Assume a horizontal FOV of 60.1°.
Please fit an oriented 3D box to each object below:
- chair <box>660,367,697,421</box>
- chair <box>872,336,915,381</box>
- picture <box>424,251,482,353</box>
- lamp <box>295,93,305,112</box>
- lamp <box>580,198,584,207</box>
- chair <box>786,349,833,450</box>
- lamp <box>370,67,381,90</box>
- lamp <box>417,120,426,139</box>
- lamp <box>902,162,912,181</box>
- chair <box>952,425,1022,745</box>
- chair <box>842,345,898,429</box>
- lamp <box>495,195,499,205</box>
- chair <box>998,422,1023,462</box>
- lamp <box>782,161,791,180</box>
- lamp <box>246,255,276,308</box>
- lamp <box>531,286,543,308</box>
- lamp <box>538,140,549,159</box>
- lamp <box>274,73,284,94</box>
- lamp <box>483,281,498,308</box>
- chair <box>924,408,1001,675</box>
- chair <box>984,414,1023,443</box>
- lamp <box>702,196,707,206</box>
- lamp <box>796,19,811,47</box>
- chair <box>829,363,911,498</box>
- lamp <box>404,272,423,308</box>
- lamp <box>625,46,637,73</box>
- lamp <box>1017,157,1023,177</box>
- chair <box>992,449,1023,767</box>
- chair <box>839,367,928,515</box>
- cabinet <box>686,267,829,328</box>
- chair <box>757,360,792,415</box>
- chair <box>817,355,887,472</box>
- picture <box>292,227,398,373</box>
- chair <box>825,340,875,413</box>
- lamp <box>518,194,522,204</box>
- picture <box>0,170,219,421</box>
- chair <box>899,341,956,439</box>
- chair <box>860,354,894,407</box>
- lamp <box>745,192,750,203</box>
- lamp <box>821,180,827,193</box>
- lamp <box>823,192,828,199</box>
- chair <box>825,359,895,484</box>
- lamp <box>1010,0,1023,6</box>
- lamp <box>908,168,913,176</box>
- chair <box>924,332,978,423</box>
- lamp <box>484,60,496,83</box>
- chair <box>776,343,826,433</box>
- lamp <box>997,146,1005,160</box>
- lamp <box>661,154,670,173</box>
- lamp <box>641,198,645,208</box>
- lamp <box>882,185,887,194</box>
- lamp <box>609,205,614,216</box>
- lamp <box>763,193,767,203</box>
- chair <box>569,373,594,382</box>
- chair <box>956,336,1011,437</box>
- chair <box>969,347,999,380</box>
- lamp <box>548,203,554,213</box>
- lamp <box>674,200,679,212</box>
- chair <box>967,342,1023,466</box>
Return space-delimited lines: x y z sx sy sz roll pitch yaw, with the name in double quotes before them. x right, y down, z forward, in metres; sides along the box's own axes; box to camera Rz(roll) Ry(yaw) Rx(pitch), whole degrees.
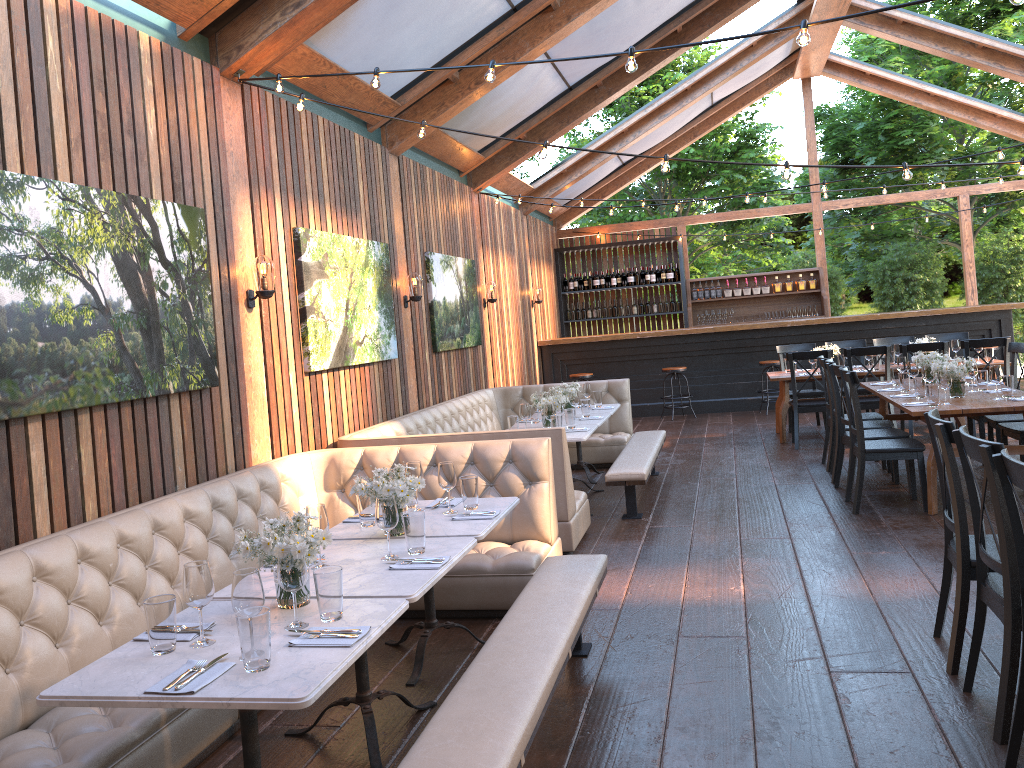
"chair" 2.384 0.132 12.840 0.468 0.735 0.468 -5 1 -3
"chair" 4.592 -0.036 10.449 0.477 1.020 0.540 -5 1 9
"picture" -0.609 -0.877 9.514 0.065 0.997 1.655 -5 3 14
"lamp" -1.301 -1.731 5.433 0.062 0.119 0.056 -5 1 -3
"lamp" 0.855 -2.224 10.845 0.061 0.119 0.056 -4 1 30
"chair" 3.212 0.144 9.485 0.477 1.020 0.540 -5 1 14
"lamp" -0.747 -1.666 4.823 0.056 0.120 0.056 -5 1 -34
"lamp" -0.559 -1.569 5.454 0.060 0.119 0.056 -4 1 36
"lamp" 2.476 -1.335 5.550 0.056 0.120 0.056 -4 1 33
"chair" 1.909 0.676 3.154 0.539 1.020 0.478 -5 1 14
"chair" 3.754 0.107 9.354 0.477 1.020 0.540 -5 1 9
"lamp" -0.182 -2.216 10.637 0.056 0.118 0.065 -5 1 -26
"chair" 4.041 0.257 6.744 0.539 1.020 0.478 -5 1 10
"lamp" 1.712 -1.333 5.526 0.056 0.121 0.056 -5 1 1
"lamp" -1.538 -0.631 5.439 0.178 0.320 0.146 -5 1 14
"lamp" 0.385 -1.327 13.455 0.178 0.320 0.146 -5 1 14
"lamp" 0.193 -1.448 5.472 0.071 0.116 0.056 -4 1 36
"lamp" -1.378 -1.776 5.227 0.056 0.121 0.056 -4 1 35
"lamp" -0.259 -1.094 10.771 0.178 0.320 0.146 -5 1 14
"chair" 2.039 0.628 3.699 0.538 1.020 0.478 -5 1 19
"chair" 4.194 0.209 7.269 0.538 1.020 0.478 -5 1 19
"lamp" 2.367 -2.250 10.903 0.056 0.120 0.056 -5 1 -26
"lamp" 1.189 -1.433 3.605 0.067 0.117 0.056 -5 1 -23
"chair" 2.836 0.340 7.021 0.539 1.020 0.478 -5 1 9
"lamp" -0.900 -0.862 8.097 0.178 0.320 0.146 -5 1 14
"lamp" 0.539 -1.473 4.018 0.056 0.121 0.056 -4 1 35
"lamp" 3.232 -1.376 5.610 0.056 0.120 0.056 -5 1 19
"chair" 1.778 0.723 2.610 0.539 1.020 0.478 -5 1 9
"chair" 2.705 0.387 6.476 0.539 1.020 0.478 -5 1 14
"cabinet" 4.185 -0.847 15.038 2.271 2.093 0.494 -4 0 14
"chair" 3.709 0.042 12.520 0.468 0.735 0.468 -5 1 -11
"chair" 3.097 0.245 8.110 0.539 1.020 0.478 -5 1 14
"picture" -1.242 -0.646 6.846 0.065 0.997 1.655 -5 3 14
"chair" 4.049 0.001 10.580 0.477 1.020 0.540 -5 1 14
"lamp" 0.093 -2.256 10.795 0.056 0.120 0.056 -5 1 -25
"picture" -1.887 -0.411 4.131 0.065 0.997 1.655 -5 3 14
"chair" 4.297 0.070 9.223 0.477 1.020 0.540 -5 1 14
"chair" 5.035 -0.047 12.200 0.467 0.735 0.469 -4 1 38
"lamp" 2.405 -1.909 9.051 0.056 0.119 0.059 -5 1 -7
"lamp" 3.059 -1.936 8.673 0.056 0.121 0.056 -5 1 -18
"lamp" 3.891 -2.359 10.976 0.056 0.120 0.056 -5 1 20
"chair" 2.967 0.293 7.565 0.538 1.020 0.478 -5 1 19
"lamp" 1.847 -1.445 3.233 0.056 0.121 0.056 -4 1 29
"lamp" 3.718 -1.986 8.281 0.057 0.120 0.056 -5 1 8
"chair" 5.134 -0.073 10.318 0.476 1.020 0.541 -5 1 19
"lamp" -0.109 -1.558 4.405 0.063 0.118 0.056 -5 1 7
"chair" 3.506 0.037 10.711 0.477 1.020 0.540 -5 1 9
"lamp" 4.365 -2.063 7.903 0.056 0.121 0.056 -4 1 28
"lamp" 0.951 -1.370 5.497 0.056 0.120 0.056 -4 1 41
"lamp" 1.608 -2.223 10.865 0.056 0.119 0.059 -5 1 -33
"lamp" 4.644 -2.424 11.032 0.056 0.121 0.056 -4 1 39
"lamp" 1.103 -1.932 9.847 0.056 0.121 0.056 -4 1 29
"lamp" 3.126 -2.298 10.943 0.056 0.120 0.056 -5 1 -30
"chair" 1.059 0.222 13.160 0.467 0.735 0.469 -4 1 21
"chair" 4.840 0.034 9.092 0.477 1.020 0.540 -5 1 9
"chair" 6.360 -0.137 11.880 0.468 0.735 0.468 -5 1 1
"lamp" 0.450 -2.034 10.235 0.056 0.118 0.066 -4 1 43
"lamp" 1.757 -1.899 9.452 0.056 0.121 0.056 -5 1 -43
"chair" 4.319 0.163 7.815 0.539 1.020 0.478 -5 1 14
